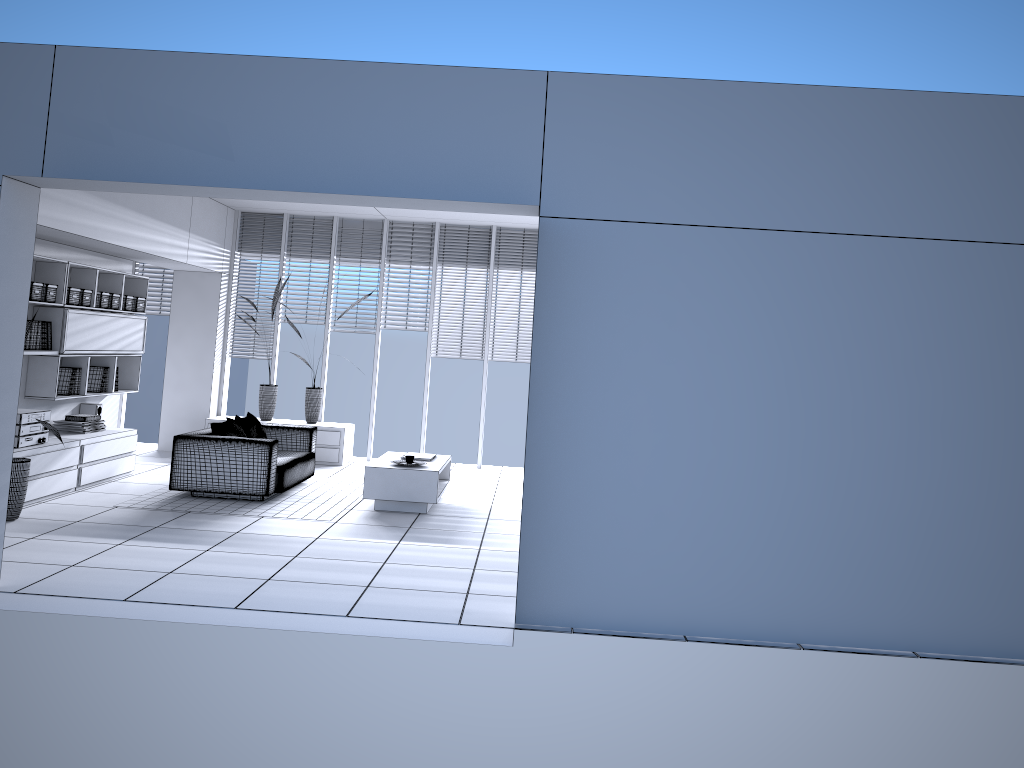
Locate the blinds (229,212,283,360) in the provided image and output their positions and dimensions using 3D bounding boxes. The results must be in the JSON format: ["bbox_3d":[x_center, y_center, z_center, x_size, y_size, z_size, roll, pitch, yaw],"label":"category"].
[{"bbox_3d":[-3.265,-1.264,11.321,0.637,1.895,0.057,3,-4,2],"label":"blinds"}]

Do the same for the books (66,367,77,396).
[{"bbox_3d":[-4.214,-0.027,8.270,0.207,0.262,0.074,4,-4,1],"label":"books"}]

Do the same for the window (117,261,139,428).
[{"bbox_3d":[-5.204,-0.790,11.278,0.688,3.148,0.099,3,-4,2],"label":"window"}]

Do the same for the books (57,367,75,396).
[{"bbox_3d":[-4.214,-0.026,8.239,0.207,0.262,0.074,3,-4,1],"label":"books"}]

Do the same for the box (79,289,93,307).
[{"bbox_3d":[-4.146,-0.821,8.330,0.281,0.163,0.174,4,-1,2],"label":"box"}]

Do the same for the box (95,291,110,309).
[{"bbox_3d":[-4.138,-0.833,8.678,0.280,0.163,0.178,4,-1,1],"label":"box"}]

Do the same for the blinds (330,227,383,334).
[{"bbox_3d":[-1.972,-1.329,11.295,0.637,1.365,0.057,3,-4,2],"label":"blinds"}]

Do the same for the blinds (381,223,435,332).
[{"bbox_3d":[-1.323,-1.372,11.285,0.637,1.386,0.038,3,-4,2],"label":"blinds"}]

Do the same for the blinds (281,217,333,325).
[{"bbox_3d":[-2.610,-1.451,11.321,0.637,1.375,0.050,3,-4,2],"label":"blinds"}]

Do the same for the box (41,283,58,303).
[{"bbox_3d":[-4.161,-0.801,7.715,0.280,0.163,0.178,4,-1,2],"label":"box"}]

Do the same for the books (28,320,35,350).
[{"bbox_3d":[-4.213,-0.424,7.562,0.207,0.260,0.050,3,-4,2],"label":"books"}]

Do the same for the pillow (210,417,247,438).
[{"bbox_3d":[-2.615,0.536,8.277,0.340,0.391,0.565,4,0,-1],"label":"pillow"}]

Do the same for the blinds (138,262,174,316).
[{"bbox_3d":[-4.509,-1.574,11.407,0.637,1.386,0.038,3,-4,2],"label":"blinds"}]

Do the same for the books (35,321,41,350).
[{"bbox_3d":[-4.215,-0.428,7.665,0.207,0.260,0.050,3,-4,2],"label":"books"}]

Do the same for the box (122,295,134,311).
[{"bbox_3d":[-4.125,-0.850,9.202,0.281,0.163,0.178,4,-1,2],"label":"box"}]

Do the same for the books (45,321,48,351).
[{"bbox_3d":[-4.205,-0.430,7.793,0.207,0.260,0.072,3,-4,2],"label":"books"}]

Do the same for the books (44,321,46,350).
[{"bbox_3d":[-4.210,-0.431,7.761,0.207,0.262,0.074,3,-4,2],"label":"books"}]

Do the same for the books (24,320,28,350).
[{"bbox_3d":[-4.221,-0.421,7.458,0.207,0.260,0.050,3,-4,2],"label":"books"}]

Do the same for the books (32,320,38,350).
[{"bbox_3d":[-4.218,-0.427,7.614,0.207,0.260,0.050,3,-4,2],"label":"books"}]

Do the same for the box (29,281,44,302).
[{"bbox_3d":[-4.166,-0.793,7.489,0.281,0.163,0.174,4,-1,2],"label":"box"}]

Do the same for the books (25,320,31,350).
[{"bbox_3d":[-4.220,-0.423,7.510,0.207,0.260,0.050,3,-4,2],"label":"books"}]

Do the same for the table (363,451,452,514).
[{"bbox_3d":[-0.959,0.915,8.274,0.650,0.390,1.197,4,1,1],"label":"table"}]

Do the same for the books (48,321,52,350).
[{"bbox_3d":[-4.195,-0.433,7.838,0.207,0.260,0.072,3,-4,1],"label":"books"}]

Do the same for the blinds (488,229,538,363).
[{"bbox_3d":[0.087,-1.121,11.231,0.715,1.701,0.047,3,-4,2],"label":"blinds"}]

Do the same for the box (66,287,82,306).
[{"bbox_3d":[-4.152,-0.814,8.103,0.281,0.163,0.211,4,0,2],"label":"box"}]

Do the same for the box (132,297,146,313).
[{"bbox_3d":[-4.119,-0.859,9.470,0.280,0.163,0.216,4,0,2],"label":"box"}]

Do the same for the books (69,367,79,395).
[{"bbox_3d":[-4.215,-0.030,8.337,0.207,0.260,0.050,3,-4,2],"label":"books"}]

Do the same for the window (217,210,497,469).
[{"bbox_3d":[-0.892,-0.517,11.124,5.503,3.148,0.099,4,-4,2],"label":"window"}]

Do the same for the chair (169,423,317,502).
[{"bbox_3d":[-2.505,0.722,8.542,0.960,0.554,1.644,4,1,1],"label":"chair"}]

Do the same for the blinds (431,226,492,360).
[{"bbox_3d":[-0.620,-1.165,11.251,0.715,1.701,0.047,3,-4,2],"label":"blinds"}]

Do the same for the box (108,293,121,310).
[{"bbox_3d":[-4.132,-0.840,8.900,0.280,0.163,0.178,4,-1,2],"label":"box"}]

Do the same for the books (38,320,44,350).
[{"bbox_3d":[-4.211,-0.430,7.730,0.207,0.262,0.074,3,-4,2],"label":"books"}]

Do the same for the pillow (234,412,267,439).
[{"bbox_3d":[-2.600,0.495,8.857,0.300,0.400,0.564,4,0,-1],"label":"pillow"}]
